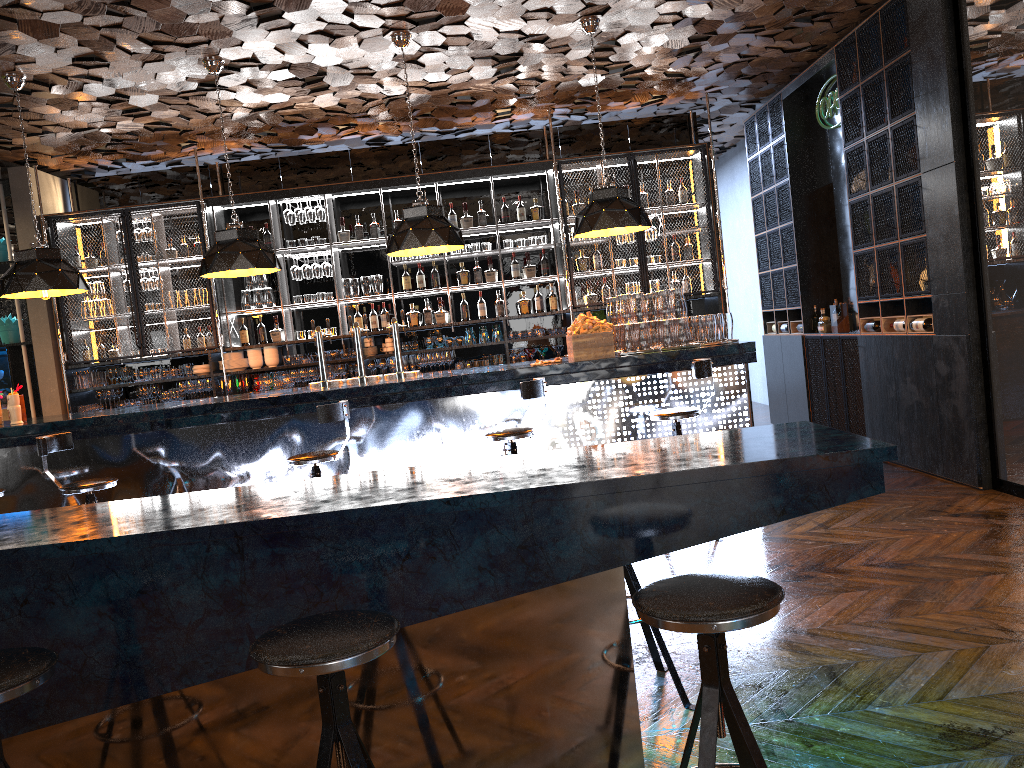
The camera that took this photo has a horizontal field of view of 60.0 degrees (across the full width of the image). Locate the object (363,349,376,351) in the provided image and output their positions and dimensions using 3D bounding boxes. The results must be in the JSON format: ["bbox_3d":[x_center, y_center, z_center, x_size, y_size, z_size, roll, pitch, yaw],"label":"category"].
[{"bbox_3d":[-1.449,-0.341,9.063,0.149,0.026,0.148,-6,3,6],"label":"object"}]

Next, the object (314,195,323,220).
[{"bbox_3d":[-1.969,-1.795,9.005,0.092,0.244,0.092,-9,4,-40],"label":"object"}]

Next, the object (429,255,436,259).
[{"bbox_3d":[-0.825,-1.350,9.230,0.089,0.092,0.089,-7,3,-12],"label":"object"}]

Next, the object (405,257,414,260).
[{"bbox_3d":[-1.055,-1.315,9.077,0.089,0.092,0.089,-8,4,-29],"label":"object"}]

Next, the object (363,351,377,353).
[{"bbox_3d":[-1.447,-0.320,9.065,0.149,0.023,0.149,-7,3,-17],"label":"object"}]

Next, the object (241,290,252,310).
[{"bbox_3d":[-2.733,-0.858,9.118,0.105,0.209,0.105,-3,5,44],"label":"object"}]

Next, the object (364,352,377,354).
[{"bbox_3d":[-1.446,-0.308,9.065,0.149,0.023,0.149,-9,4,-32],"label":"object"}]

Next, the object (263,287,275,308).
[{"bbox_3d":[-2.500,-0.884,9.111,0.105,0.209,0.105,-3,5,44],"label":"object"}]

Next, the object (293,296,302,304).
[{"bbox_3d":[-2.205,-0.861,9.145,0.089,0.092,0.089,-8,4,-23],"label":"object"}]

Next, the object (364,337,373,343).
[{"bbox_3d":[-1.470,-0.437,9.056,0.094,0.069,0.106,-6,3,5],"label":"object"}]

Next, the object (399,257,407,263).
[{"bbox_3d":[-1.137,-1.315,9.245,0.089,0.092,0.089,-8,4,-29],"label":"object"}]

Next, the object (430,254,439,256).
[{"bbox_3d":[-0.800,-1.365,9.090,0.089,0.092,0.089,-7,3,-10],"label":"object"}]

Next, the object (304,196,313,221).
[{"bbox_3d":[-2.072,-1.784,9.003,0.092,0.244,0.092,-9,4,-40],"label":"object"}]

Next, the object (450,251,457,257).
[{"bbox_3d":[-0.608,-1.376,9.258,0.089,0.092,0.089,-4,4,41],"label":"object"}]

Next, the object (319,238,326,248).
[{"bbox_3d":[-1.973,-1.465,9.225,0.089,0.092,0.089,-9,4,-33],"label":"object"}]

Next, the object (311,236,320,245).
[{"bbox_3d":[-1.999,-1.452,9.040,0.089,0.092,0.089,-9,4,-33],"label":"object"}]

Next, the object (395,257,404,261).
[{"bbox_3d":[-1.155,-1.304,9.082,0.089,0.092,0.089,-5,4,24],"label":"object"}]

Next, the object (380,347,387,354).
[{"bbox_3d":[-1.291,-0.344,9.145,0.106,0.067,0.094,-9,4,-39],"label":"object"}]

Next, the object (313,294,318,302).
[{"bbox_3d":[-2.023,-0.886,9.217,0.089,0.092,0.089,-5,4,31],"label":"object"}]

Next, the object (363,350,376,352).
[{"bbox_3d":[-1.449,-0.332,9.064,0.149,0.024,0.149,-7,3,-2],"label":"object"}]

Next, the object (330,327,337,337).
[{"bbox_3d":[-1.849,-0.531,9.129,0.089,0.092,0.089,-6,3,9],"label":"object"}]

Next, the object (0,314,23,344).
[{"bbox_3d":[-5.104,-0.553,8.998,0.265,0.325,0.245,-7,3,-7],"label":"object"}]

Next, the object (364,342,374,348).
[{"bbox_3d":[-1.454,-0.394,9.058,0.107,0.070,0.094,-5,4,29],"label":"object"}]

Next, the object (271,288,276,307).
[{"bbox_3d":[-2.517,-0.889,9.222,0.105,0.209,0.105,-3,5,44],"label":"object"}]

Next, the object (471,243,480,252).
[{"bbox_3d":[-0.367,-1.393,9.087,0.089,0.092,0.089,-9,4,-38],"label":"object"}]

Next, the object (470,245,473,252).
[{"bbox_3d":[-0.393,-1.399,9.230,0.089,0.092,0.089,-7,3,-2],"label":"object"}]

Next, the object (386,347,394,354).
[{"bbox_3d":[-1.233,-0.345,9.053,0.106,0.067,0.094,-7,3,-13],"label":"object"}]

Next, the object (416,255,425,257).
[{"bbox_3d":[-0.944,-1.352,9.117,0.089,0.092,0.089,-7,3,-12],"label":"object"}]

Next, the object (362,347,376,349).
[{"bbox_3d":[-1.454,-0.362,9.062,0.149,0.026,0.148,-6,3,6],"label":"object"}]

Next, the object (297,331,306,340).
[{"bbox_3d":[-2.160,-0.495,9.101,0.089,0.092,0.089,-8,4,-29],"label":"object"}]

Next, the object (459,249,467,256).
[{"bbox_3d":[-0.508,-1.388,9.266,0.089,0.092,0.089,-4,4,38],"label":"object"}]

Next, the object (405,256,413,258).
[{"bbox_3d":[-1.058,-1.335,9.076,0.089,0.092,0.089,-4,4,41],"label":"object"}]

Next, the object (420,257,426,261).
[{"bbox_3d":[-0.924,-1.340,9.262,0.089,0.092,0.089,-5,4,24],"label":"object"}]

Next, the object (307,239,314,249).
[{"bbox_3d":[-2.097,-1.450,9.211,0.089,0.092,0.089,-6,3,9],"label":"object"}]

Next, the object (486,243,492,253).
[{"bbox_3d":[-0.250,-1.417,9.263,0.089,0.092,0.089,-8,4,-27],"label":"object"}]

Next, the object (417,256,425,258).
[{"bbox_3d":[-0.942,-1.330,9.118,0.089,0.092,0.089,-7,3,-12],"label":"object"}]

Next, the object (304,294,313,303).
[{"bbox_3d":[-2.089,-0.872,9.104,0.089,0.092,0.089,-8,4,-23],"label":"object"}]

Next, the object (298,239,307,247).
[{"bbox_3d":[-2.143,-1.438,9.087,0.089,0.092,0.089,-9,4,-33],"label":"object"}]

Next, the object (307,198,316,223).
[{"bbox_3d":[-2.076,-1.793,9.168,0.092,0.244,0.092,-9,4,-40],"label":"object"}]

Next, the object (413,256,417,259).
[{"bbox_3d":[-1.030,-1.347,9.234,0.089,0.092,0.089,-5,4,24],"label":"object"}]

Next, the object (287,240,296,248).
[{"bbox_3d":[-2.264,-1.425,9.108,0.089,0.092,0.089,-9,4,-33],"label":"object"}]

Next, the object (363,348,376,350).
[{"bbox_3d":[-1.452,-0.351,9.062,0.149,0.025,0.149,-9,4,-39],"label":"object"}]

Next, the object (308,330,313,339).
[{"bbox_3d":[-2.041,-0.507,9.090,0.089,0.092,0.089,-9,4,-38],"label":"object"}]

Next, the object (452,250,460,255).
[{"bbox_3d":[-0.581,-1.370,9.095,0.089,0.092,0.089,-8,4,-29],"label":"object"}]

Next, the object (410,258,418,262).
[{"bbox_3d":[-1.028,-1.327,9.235,0.089,0.092,0.089,-5,4,24],"label":"object"}]

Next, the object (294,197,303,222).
[{"bbox_3d":[-2.170,-1.772,9.001,0.092,0.244,0.092,-9,4,-40],"label":"object"}]

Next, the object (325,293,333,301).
[{"bbox_3d":[-1.904,-0.900,9.227,0.089,0.092,0.089,-7,3,-17],"label":"object"}]

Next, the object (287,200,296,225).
[{"bbox_3d":[-2.284,-1.769,9.163,0.092,0.244,0.092,-9,4,-40],"label":"object"}]

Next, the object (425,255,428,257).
[{"bbox_3d":[-0.927,-1.362,9.261,0.089,0.092,0.089,-5,4,24],"label":"object"}]

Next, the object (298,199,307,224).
[{"bbox_3d":[-2.175,-1.781,9.166,0.092,0.244,0.092,-9,4,-40],"label":"object"}]

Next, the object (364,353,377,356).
[{"bbox_3d":[-1.446,-0.298,9.066,0.149,0.022,0.149,-9,4,-32],"label":"object"}]

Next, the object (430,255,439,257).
[{"bbox_3d":[-0.797,-1.345,9.091,0.089,0.092,0.089,-5,4,24],"label":"object"}]

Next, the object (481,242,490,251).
[{"bbox_3d":[-0.270,-1.407,9.123,0.089,0.092,0.089,-3,4,43],"label":"object"}]

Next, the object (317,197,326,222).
[{"bbox_3d":[-1.973,-1.804,9.170,0.092,0.244,0.092,-9,4,-40],"label":"object"}]

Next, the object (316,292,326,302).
[{"bbox_3d":[-1.945,-0.885,9.046,0.089,0.092,0.089,-7,3,-17],"label":"object"}]

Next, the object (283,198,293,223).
[{"bbox_3d":[-2.280,-1.760,8.999,0.092,0.244,0.092,-9,4,-40],"label":"object"}]

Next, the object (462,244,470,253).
[{"bbox_3d":[-0.472,-1.383,9.109,0.089,0.092,0.089,-9,4,-38],"label":"object"}]

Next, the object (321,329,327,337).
[{"bbox_3d":[-1.955,-0.523,9.189,0.089,0.092,0.089,-6,3,9],"label":"object"}]
